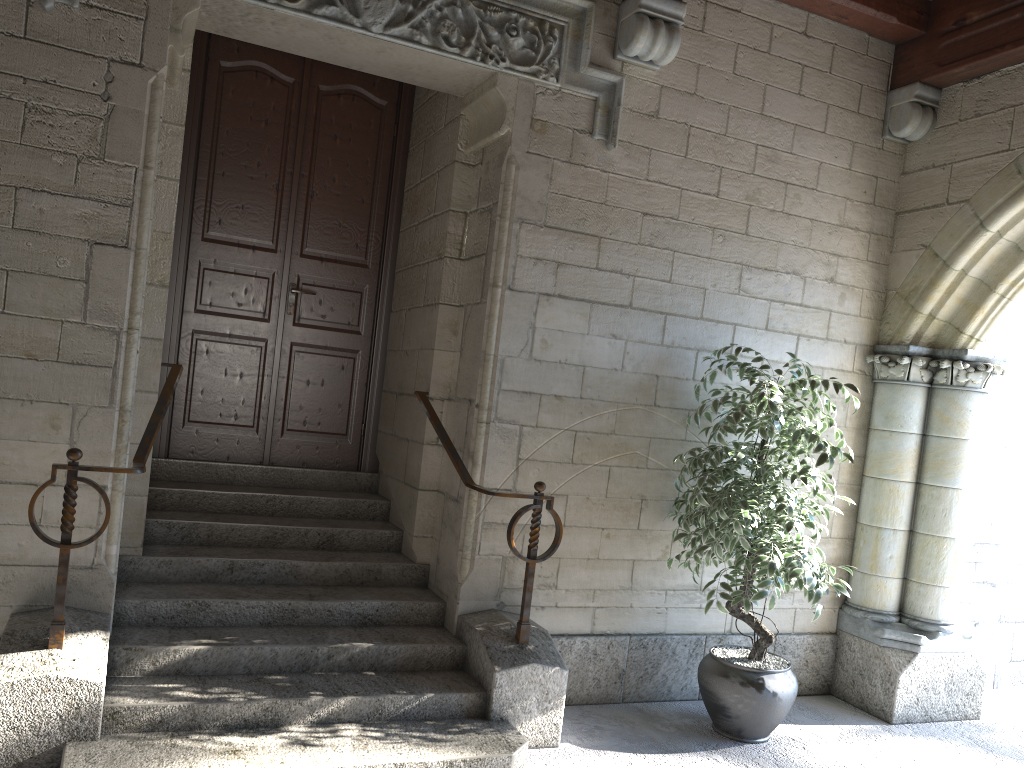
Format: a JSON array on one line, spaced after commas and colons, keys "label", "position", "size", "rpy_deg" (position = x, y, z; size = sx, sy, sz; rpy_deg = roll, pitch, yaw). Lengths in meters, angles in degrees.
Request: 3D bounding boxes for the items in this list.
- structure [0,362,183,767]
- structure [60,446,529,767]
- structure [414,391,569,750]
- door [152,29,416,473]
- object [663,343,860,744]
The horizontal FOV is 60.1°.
[{"label": "structure", "position": [-1.424, 0.541, 3.042], "size": [0.477, 1.263, 0.885], "rpy_deg": [6, 2, -24]}, {"label": "structure", "position": [-1.039, 0.822, 3.846], "size": [1.464, 0.811, 2.566], "rpy_deg": [7, 0, -24]}, {"label": "structure", "position": [-0.140, 0.694, 3.610], "size": [0.474, 1.263, 0.885], "rpy_deg": [6, 2, -24]}, {"label": "door", "position": [-1.118, -0.639, 4.397], "size": [1.138, 2.124, 0.225], "rpy_deg": [6, 2, -24]}, {"label": "object", "position": [0.997, 0.647, 3.664], "size": [0.752, 1.620, 0.784], "rpy_deg": [6, 2, -27]}]
